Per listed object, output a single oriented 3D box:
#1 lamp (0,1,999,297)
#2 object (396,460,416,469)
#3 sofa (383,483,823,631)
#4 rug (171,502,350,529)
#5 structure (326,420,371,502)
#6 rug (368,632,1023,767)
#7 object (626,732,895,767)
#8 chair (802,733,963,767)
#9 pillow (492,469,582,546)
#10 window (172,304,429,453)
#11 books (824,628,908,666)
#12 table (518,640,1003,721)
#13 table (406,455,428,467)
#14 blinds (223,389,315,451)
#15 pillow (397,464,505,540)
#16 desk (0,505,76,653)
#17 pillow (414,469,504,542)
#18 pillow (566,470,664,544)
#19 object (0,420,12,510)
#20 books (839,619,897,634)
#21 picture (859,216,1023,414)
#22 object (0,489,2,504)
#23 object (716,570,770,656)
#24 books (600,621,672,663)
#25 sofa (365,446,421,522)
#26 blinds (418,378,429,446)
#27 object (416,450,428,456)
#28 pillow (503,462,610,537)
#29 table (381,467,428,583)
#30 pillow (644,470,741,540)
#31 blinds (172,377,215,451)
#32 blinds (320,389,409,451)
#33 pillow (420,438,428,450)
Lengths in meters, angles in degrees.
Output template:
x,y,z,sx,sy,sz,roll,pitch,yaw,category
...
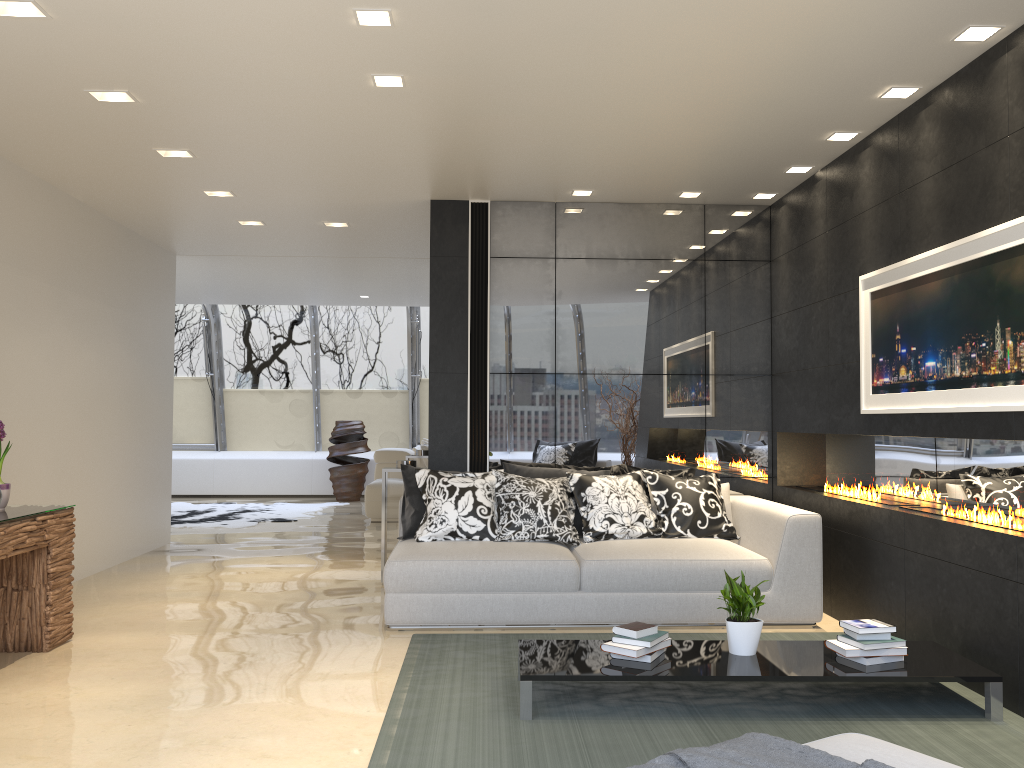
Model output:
x,y,z,sx,sy,sz,roll,pitch,yaw,category
-2.130,-1.383,7.105,9.928,0.004,9.775,0,-2,-2,lamp
-0.810,0.617,6.803,0.153,0.059,0.151,2,-3,-43,object
0.520,1.088,5.910,2.625,0.798,1.334,0,-2,-3,sofa
-3.681,1.702,11.642,2.705,0.008,3.220,0,-2,-3,rug
-2.518,1.192,13.670,0.674,1.258,0.672,1,-3,-26,structure
0.921,1.401,4.049,2.923,0.012,2.194,0,-2,-2,rug
0.495,0.934,1.680,0.825,0.359,1.024,2,-3,-34,object
0.975,0.947,1.226,1.176,0.690,2.068,2,-3,-32,chair
0.165,0.828,5.904,0.623,0.505,0.393,1,-2,-9,pillow
-4.074,0.079,7.183,16.171,3.674,16.693,0,-2,3,window
1.561,1.150,3.920,0.307,0.126,0.223,1,-2,-14,books
1.021,1.303,3.929,1.982,0.187,0.594,0,-2,0,table
-0.933,1.185,9.278,0.350,0.872,0.202,0,-2,-3,table
-3.940,0.601,14.420,1.430,1.027,0.329,0,-2,-3,blinds
-0.391,0.822,6.162,0.808,0.525,0.434,1,-2,-6,pillow
-2.798,1.026,4.251,0.793,0.762,1.436,0,-2,-3,desk
-0.351,0.813,5.903,0.607,0.483,0.368,0,-2,-3,pillow
0.711,0.828,6.021,0.598,0.470,0.390,1,-3,-19,pillow
-2.723,0.427,4.691,0.129,0.476,0.129,2,-3,-42,object
1.576,1.074,3.931,0.185,0.027,0.154,1,-2,-12,books
2.096,-0.270,4.152,0.025,0.804,2.068,0,-2,-3,picture
-2.641,0.566,4.422,0.175,0.179,0.174,-1,-3,30,object
1.037,1.031,4.012,0.284,0.369,0.215,1,-3,-24,object
0.551,1.145,3.944,0.223,0.126,0.307,-1,-3,35,books
0.211,1.324,12.417,4.169,0.866,3.257,0,-2,-3,sofa
-0.873,0.526,14.543,1.376,1.214,0.387,0,-2,-3,blinds
-0.931,0.721,9.297,0.153,0.059,0.151,-2,-3,37,object
0.324,0.812,6.206,0.796,0.511,0.474,0,-2,-2,pillow
-0.812,1.081,6.784,0.350,0.872,0.202,0,-2,-3,table
1.242,0.841,6.129,0.610,0.479,0.383,1,-3,-16,pillow
-5.474,0.496,14.321,1.376,1.214,0.387,0,-2,-3,blinds
-2.402,0.611,14.494,1.430,1.027,0.329,0,-2,-3,blinds
-0.159,1.067,13.023,3.322,0.530,1.656,2,-3,-33,pillow
